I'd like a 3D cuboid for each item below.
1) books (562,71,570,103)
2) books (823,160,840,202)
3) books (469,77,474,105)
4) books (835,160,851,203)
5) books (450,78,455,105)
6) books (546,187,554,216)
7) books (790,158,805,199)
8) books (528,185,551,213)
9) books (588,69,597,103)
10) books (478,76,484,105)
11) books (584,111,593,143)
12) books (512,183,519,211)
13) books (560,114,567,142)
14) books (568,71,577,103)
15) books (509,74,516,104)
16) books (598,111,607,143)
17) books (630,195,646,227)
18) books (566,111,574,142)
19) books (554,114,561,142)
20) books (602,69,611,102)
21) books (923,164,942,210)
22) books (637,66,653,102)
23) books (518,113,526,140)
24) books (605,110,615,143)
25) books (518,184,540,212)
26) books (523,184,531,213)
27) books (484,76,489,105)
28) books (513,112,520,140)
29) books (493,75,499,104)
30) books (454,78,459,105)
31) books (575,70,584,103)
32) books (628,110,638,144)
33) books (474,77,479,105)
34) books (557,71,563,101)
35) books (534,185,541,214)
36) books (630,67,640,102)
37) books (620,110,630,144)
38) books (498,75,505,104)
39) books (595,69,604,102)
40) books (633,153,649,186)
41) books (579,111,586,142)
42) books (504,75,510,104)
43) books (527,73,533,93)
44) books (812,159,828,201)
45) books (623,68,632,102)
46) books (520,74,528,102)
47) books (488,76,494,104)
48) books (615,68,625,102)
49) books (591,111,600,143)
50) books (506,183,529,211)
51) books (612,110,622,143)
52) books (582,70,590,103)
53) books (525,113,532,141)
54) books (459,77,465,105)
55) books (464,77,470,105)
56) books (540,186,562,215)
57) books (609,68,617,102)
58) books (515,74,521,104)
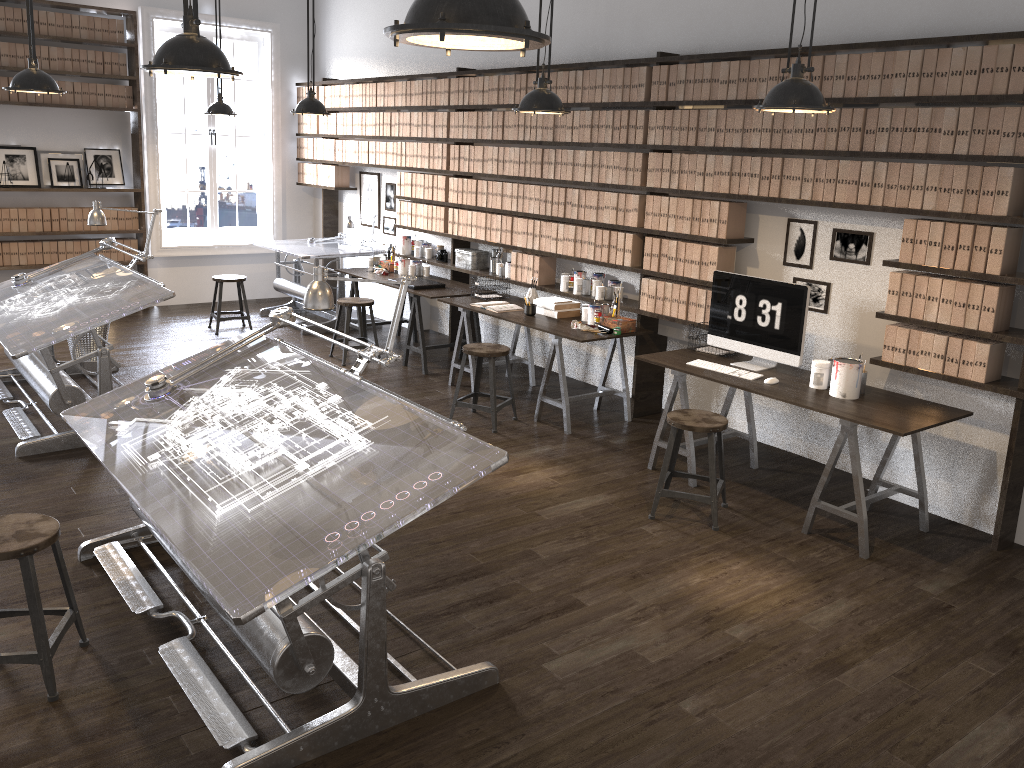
[{"bbox_3d":[0.452,-2.154,6.451,0.175,0.223,0.067,-8,16,-37],"label":"books"},{"bbox_3d":[1.794,-1.111,4.849,0.175,0.223,0.067,-8,16,-37],"label":"books"},{"bbox_3d":[-0.266,-2.430,7.369,0.175,0.223,0.067,-8,16,-37],"label":"books"},{"bbox_3d":[1.838,-1.093,4.791,0.175,0.223,0.067,-8,16,-37],"label":"books"},{"bbox_3d":[-0.437,-2.494,7.581,0.175,0.223,0.067,-8,16,-37],"label":"books"},{"bbox_3d":[0.346,-1.382,6.719,0.175,0.223,0.067,-8,16,-37],"label":"books"},{"bbox_3d":[1.660,-1.159,5.009,0.175,0.223,0.067,-8,16,-37],"label":"books"},{"bbox_3d":[0.218,-1.430,6.879,0.175,0.223,0.067,-8,16,-37],"label":"books"},{"bbox_3d":[0.629,-2.089,6.235,0.175,0.223,0.067,-8,16,-37],"label":"books"},{"bbox_3d":[-0.185,-2.397,7.257,0.175,0.223,0.067,-8,16,-37],"label":"books"},{"bbox_3d":[0.605,-1.824,6.300,0.175,0.223,0.067,-8,16,-37],"label":"books"},{"bbox_3d":[0.089,-1.478,7.039,0.175,0.223,0.067,-8,16,-37],"label":"books"},{"bbox_3d":[0.443,-1.888,6.513,0.175,0.223,0.067,-8,16,-37],"label":"books"},{"bbox_3d":[0.496,-2.138,6.395,0.175,0.223,0.067,-8,16,-37],"label":"books"},{"bbox_3d":[0.066,-2.302,6.941,0.175,0.223,0.067,-8,16,-37],"label":"books"},{"bbox_3d":[0.694,-1.793,6.197,0.175,0.223,0.067,-8,16,-37],"label":"books"},{"bbox_3d":[0.895,-1.171,6.019,0.175,0.223,0.067,-8,16,-37],"label":"books"},{"bbox_3d":[0.483,-1.871,6.456,0.175,0.223,0.067,-8,16,-37],"label":"books"},{"bbox_3d":[0.402,-1.904,6.567,0.175,0.223,0.067,-8,16,-37],"label":"books"},{"bbox_3d":[0.715,-2.056,6.124,0.175,0.223,0.067,-8,16,-37],"label":"books"},{"bbox_3d":[2.136,-0.980,4.413,0.175,0.223,0.067,-8,16,-37],"label":"books"},{"bbox_3d":[0.920,-1.978,5.862,0.175,0.223,0.067,-8,16,-37],"label":"books"},{"bbox_3d":[0.142,-2.000,6.885,0.175,0.223,0.067,-8,16,-37],"label":"books"},{"bbox_3d":[0.734,-1.776,6.140,0.175,0.223,0.067,-8,16,-37],"label":"books"},{"bbox_3d":[0.135,-1.462,6.988,0.175,0.223,0.067,-8,16,-37],"label":"books"},{"bbox_3d":[0.179,-1.446,6.935,0.175,0.223,0.067,-8,16,-37],"label":"books"},{"bbox_3d":[-0.140,-2.380,7.203,0.175,0.223,0.067,-8,16,-37],"label":"books"},{"bbox_3d":[0.097,-2.017,6.941,0.175,0.223,0.067,-8,16,-37],"label":"books"},{"bbox_3d":[-0.063,-2.350,7.101,0.175,0.223,0.067,-8,16,-37],"label":"books"},{"bbox_3d":[-0.402,-2.479,7.530,0.175,0.223,0.067,-8,16,-37],"label":"books"},{"bbox_3d":[0.543,-2.121,6.341,0.175,0.223,0.067,-8,16,-37],"label":"books"},{"bbox_3d":[0.872,-1.725,5.973,0.175,0.223,0.067,-8,16,-37],"label":"books"},{"bbox_3d":[-0.225,-2.414,7.314,0.175,0.223,0.067,-8,16,-37],"label":"books"},{"bbox_3d":[0.417,-2.170,6.502,0.175,0.223,0.067,-8,16,-37],"label":"books"},{"bbox_3d":[0.260,-1.413,6.821,0.175,0.223,0.067,-8,16,-37],"label":"books"},{"bbox_3d":[0.880,-1.994,5.919,0.175,0.223,0.067,-8,16,-37],"label":"books"},{"bbox_3d":[0.823,-1.742,6.027,0.175,0.223,0.067,-8,16,-37],"label":"books"},{"bbox_3d":[-0.017,-2.335,7.053,0.175,0.223,0.067,-8,16,-37],"label":"books"},{"bbox_3d":[0.669,-2.073,6.179,0.175,0.223,0.067,-8,16,-37],"label":"books"},{"bbox_3d":[0.909,-1.440,5.966,0.175,0.223,0.067,-8,16,-37],"label":"books"},{"bbox_3d":[0.568,-1.840,6.354,0.175,0.223,0.067,-8,16,-37],"label":"books"},{"bbox_3d":[0.026,-2.319,6.998,0.175,0.223,0.067,-8,16,-37],"label":"books"},{"bbox_3d":[0.204,-2.252,6.775,0.175,0.223,0.067,-8,16,-37],"label":"books"},{"bbox_3d":[1.753,-1.127,4.904,0.175,0.223,0.067,-8,16,-37],"label":"books"},{"bbox_3d":[0.837,-2.011,5.974,0.175,0.223,0.067,-8,16,-37],"label":"books"},{"bbox_3d":[0.154,-2.268,6.828,0.175,0.223,0.067,-8,16,-37],"label":"books"},{"bbox_3d":[-0.100,-2.366,7.155,0.175,0.223,0.067,-8,16,-37],"label":"books"},{"bbox_3d":[0.791,-2.026,6.022,0.175,0.223,0.067,-8,16,-37],"label":"books"},{"bbox_3d":[0.651,-1.809,6.252,0.175,0.223,0.067,-8,16,-37],"label":"books"},{"bbox_3d":[0.046,-1.495,7.096,0.175,0.223,0.067,-8,16,-37],"label":"books"},{"bbox_3d":[0.781,-1.760,6.088,0.175,0.223,0.067,-8,16,-37],"label":"books"},{"bbox_3d":[0.588,-2.106,6.290,0.175,0.223,0.067,-8,16,-37],"label":"books"},{"bbox_3d":[0.188,-1.984,6.832,0.175,0.223,0.067,-8,16,-37],"label":"books"},{"bbox_3d":[-0.358,-2.462,7.474,0.175,0.223,0.067,-8,16,-37],"label":"books"},{"bbox_3d":[-0.311,-2.446,7.420,0.175,0.223,0.067,-8,16,-37],"label":"books"},{"bbox_3d":[0.304,-1.396,6.765,0.175,0.223,0.067,-8,16,-37],"label":"books"},{"bbox_3d":[0.754,-2.042,6.077,0.175,0.223,0.067,-8,16,-37],"label":"books"},{"bbox_3d":[0.113,-2.286,6.889,0.175,0.223,0.067,-8,16,-37],"label":"books"}]
